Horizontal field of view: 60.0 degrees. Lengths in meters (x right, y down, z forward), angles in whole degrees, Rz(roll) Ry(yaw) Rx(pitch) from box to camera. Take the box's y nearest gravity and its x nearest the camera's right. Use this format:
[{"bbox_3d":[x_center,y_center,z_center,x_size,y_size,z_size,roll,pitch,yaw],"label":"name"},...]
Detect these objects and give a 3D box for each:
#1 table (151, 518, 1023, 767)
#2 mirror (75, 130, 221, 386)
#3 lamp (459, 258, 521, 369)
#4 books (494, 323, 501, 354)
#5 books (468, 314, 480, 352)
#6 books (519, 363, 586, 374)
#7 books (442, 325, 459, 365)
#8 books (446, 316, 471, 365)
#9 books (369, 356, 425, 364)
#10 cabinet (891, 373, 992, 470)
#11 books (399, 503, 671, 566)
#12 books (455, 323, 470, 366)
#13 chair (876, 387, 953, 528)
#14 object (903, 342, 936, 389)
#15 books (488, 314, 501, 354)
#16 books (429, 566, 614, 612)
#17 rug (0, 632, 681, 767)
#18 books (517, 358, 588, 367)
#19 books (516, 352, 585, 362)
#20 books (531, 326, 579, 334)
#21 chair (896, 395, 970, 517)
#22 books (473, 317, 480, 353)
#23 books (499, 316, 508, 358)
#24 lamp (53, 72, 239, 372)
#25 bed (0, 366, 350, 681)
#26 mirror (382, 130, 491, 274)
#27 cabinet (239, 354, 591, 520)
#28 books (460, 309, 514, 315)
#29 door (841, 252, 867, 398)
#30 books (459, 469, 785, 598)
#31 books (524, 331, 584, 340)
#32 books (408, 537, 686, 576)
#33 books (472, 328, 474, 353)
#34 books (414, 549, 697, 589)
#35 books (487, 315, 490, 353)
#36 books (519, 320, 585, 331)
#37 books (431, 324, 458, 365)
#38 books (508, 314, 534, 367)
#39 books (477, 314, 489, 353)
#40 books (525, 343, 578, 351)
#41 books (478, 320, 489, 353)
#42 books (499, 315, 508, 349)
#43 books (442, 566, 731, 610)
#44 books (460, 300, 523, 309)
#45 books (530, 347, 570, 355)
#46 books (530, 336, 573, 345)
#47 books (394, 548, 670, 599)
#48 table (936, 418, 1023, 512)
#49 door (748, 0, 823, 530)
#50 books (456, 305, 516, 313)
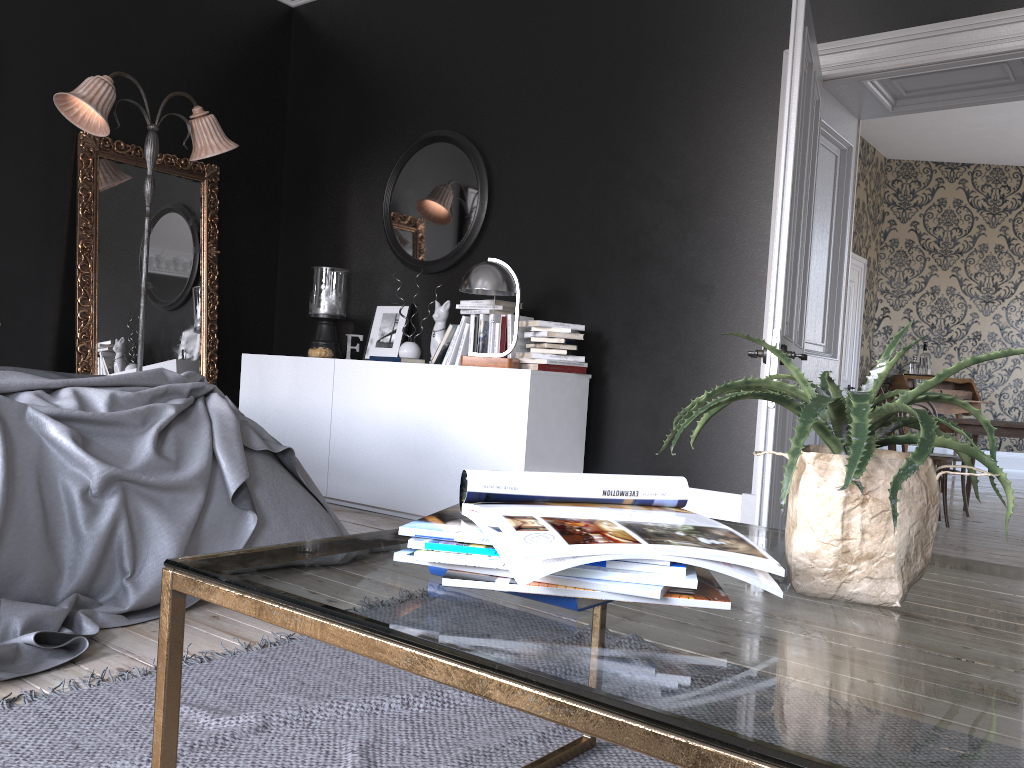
[{"bbox_3d":[0.432,0.565,1.153,1.448,0.558,1.093,4,1,37],"label":"table"},{"bbox_3d":[-2.362,-0.454,5.824,0.254,2.193,0.991,5,2,37],"label":"mirror"},{"bbox_3d":[-0.124,-0.383,4.784,0.340,0.591,0.328,4,1,17],"label":"lamp"},{"bbox_3d":[-0.034,-0.212,5.088,0.026,0.259,0.195,5,1,37],"label":"books"},{"bbox_3d":[-0.172,-0.246,5.227,0.030,0.307,0.221,5,1,37],"label":"books"},{"bbox_3d":[0.220,-0.085,4.846,0.295,0.038,0.234,4,0,-26],"label":"books"},{"bbox_3d":[-0.301,-0.224,5.292,0.132,0.245,0.195,5,1,37],"label":"books"},{"bbox_3d":[-0.262,-0.247,5.261,0.126,0.296,0.220,5,1,37],"label":"books"},{"bbox_3d":[-0.670,-0.141,5.191,0.289,0.030,0.193,4,0,43],"label":"books"},{"bbox_3d":[5.102,0.496,10.603,0.913,1.200,0.904,4,1,2],"label":"cabinet"},{"bbox_3d":[0.050,0.187,1.137,0.318,0.011,0.252,4,0,14],"label":"books"},{"bbox_3d":[-0.237,-0.225,5.243,0.091,0.256,0.195,5,1,37],"label":"books"},{"bbox_3d":[2.831,0.496,6.302,0.540,0.949,0.420,4,1,17],"label":"chair"},{"bbox_3d":[5.021,-0.171,10.757,0.441,0.682,0.631,4,1,6],"label":"object"},{"bbox_3d":[-0.056,-0.238,5.103,0.024,0.307,0.220,5,1,37],"label":"books"},{"bbox_3d":[0.033,0.245,1.141,0.231,0.023,0.162,4,0,38],"label":"books"},{"bbox_3d":[0.470,0.833,1.308,3.642,0.050,2.106,4,0,38],"label":"rug"},{"bbox_3d":[0.222,-0.116,4.856,0.319,0.025,0.228,3,0,-43],"label":"books"},{"bbox_3d":[0.208,-0.146,4.879,0.318,0.031,0.229,4,0,-23],"label":"books"},{"bbox_3d":[0.240,-0.291,4.899,0.220,0.024,0.307,4,0,12],"label":"books"},{"bbox_3d":[3.234,0.532,6.848,0.439,0.923,0.550,3,1,-15],"label":"chair"},{"bbox_3d":[-0.155,-0.236,5.149,0.030,0.289,0.193,5,1,37],"label":"books"},{"bbox_3d":[0.018,-0.227,5.049,0.038,0.295,0.235,5,1,37],"label":"books"},{"bbox_3d":[-2.160,-0.553,5.202,0.986,2.412,0.772,3,1,-20],"label":"lamp"},{"bbox_3d":[-2.431,0.002,3.363,3.281,1.299,2.766,4,1,26],"label":"bed"},{"bbox_3d":[-0.513,-1.180,5.742,0.923,0.925,0.061,4,2,37],"label":"mirror"},{"bbox_3d":[-0.709,0.313,5.427,2.394,0.883,0.570,4,1,37],"label":"cabinet"},{"bbox_3d":[-0.145,-0.413,5.177,0.195,0.026,0.258,3,0,-43],"label":"books"},{"bbox_3d":[3.709,-0.241,10.053,0.136,2.543,1.395,5,2,37],"label":"door"},{"bbox_3d":[0.120,0.178,1.095,0.322,0.109,0.273,4,0,-18],"label":"books"},{"bbox_3d":[0.229,-0.265,4.881,0.220,0.030,0.306,4,0,-23],"label":"books"},{"bbox_3d":[0.056,0.198,1.131,0.318,0.011,0.252,4,0,9],"label":"books"},{"bbox_3d":[-0.163,-0.221,5.186,0.026,0.259,0.195,5,1,37],"label":"books"},{"bbox_3d":[0.065,0.209,1.115,0.318,0.011,0.252,4,0,9],"label":"books"},{"bbox_3d":[-0.061,-0.238,5.141,0.030,0.307,0.221,5,1,37],"label":"books"},{"bbox_3d":[0.212,-0.319,4.871,0.306,0.030,0.220,4,0,-33],"label":"books"},{"bbox_3d":[-0.352,-0.229,5.293,0.158,0.246,0.203,5,1,37],"label":"books"},{"bbox_3d":[0.051,-0.230,5.021,0.050,0.308,0.220,5,1,37],"label":"books"},{"bbox_3d":[-0.119,-0.242,5.151,0.024,0.307,0.220,5,1,37],"label":"books"},{"bbox_3d":[0.214,-0.205,4.896,0.193,0.030,0.289,4,0,-21],"label":"books"},{"bbox_3d":[-0.123,-0.222,5.104,0.029,0.270,0.204,5,1,37],"label":"books"},{"bbox_3d":[0.006,-0.233,5.090,0.030,0.307,0.221,5,1,37],"label":"books"},{"bbox_3d":[0.089,0.232,1.105,0.318,0.011,0.252,4,0,4],"label":"books"},{"bbox_3d":[-0.122,-0.464,5.193,0.221,0.030,0.306,3,0,-43],"label":"books"},{"bbox_3d":[0.213,-0.175,4.888,0.203,0.029,0.268,4,0,7],"label":"books"},{"bbox_3d":[0.220,-0.235,4.881,0.193,0.030,0.289,4,0,12],"label":"books"},{"bbox_3d":[0.050,0.219,1.123,0.318,0.011,0.252,4,0,19],"label":"books"},{"bbox_3d":[3.485,0.647,6.233,0.850,0.755,1.796,4,1,37],"label":"table"},{"bbox_3d":[1.212,-0.305,3.805,0.216,2.375,1.098,4,1,25],"label":"door"},{"bbox_3d":[-0.139,-0.438,5.172,0.307,0.024,0.220,4,0,27],"label":"books"}]
